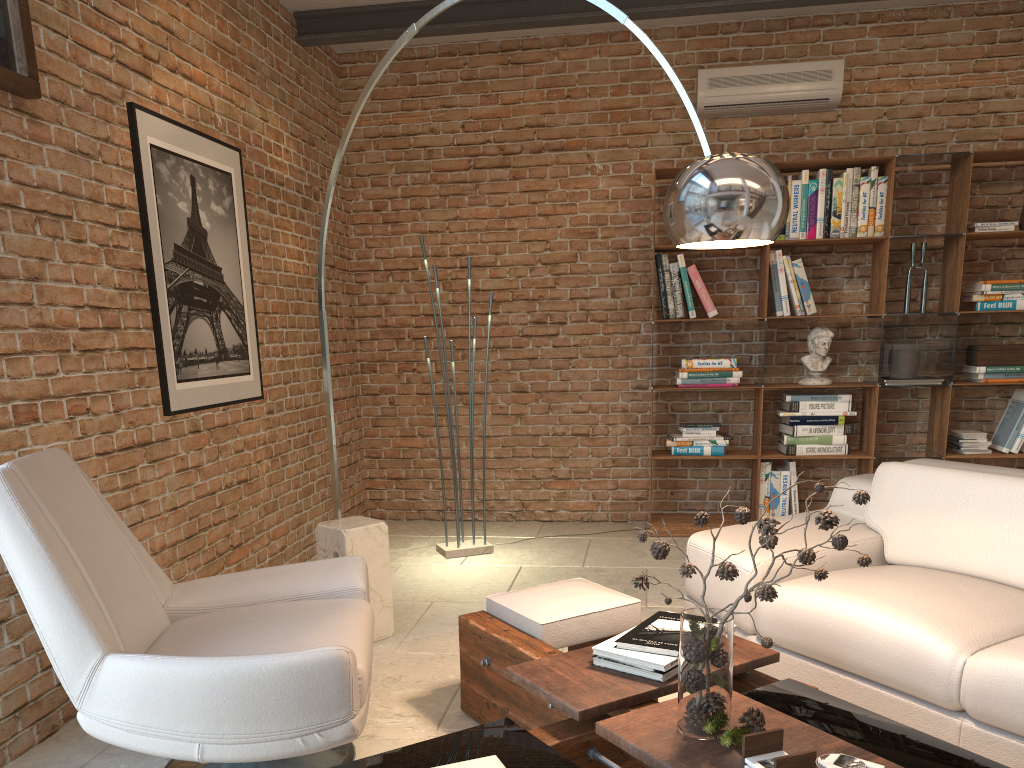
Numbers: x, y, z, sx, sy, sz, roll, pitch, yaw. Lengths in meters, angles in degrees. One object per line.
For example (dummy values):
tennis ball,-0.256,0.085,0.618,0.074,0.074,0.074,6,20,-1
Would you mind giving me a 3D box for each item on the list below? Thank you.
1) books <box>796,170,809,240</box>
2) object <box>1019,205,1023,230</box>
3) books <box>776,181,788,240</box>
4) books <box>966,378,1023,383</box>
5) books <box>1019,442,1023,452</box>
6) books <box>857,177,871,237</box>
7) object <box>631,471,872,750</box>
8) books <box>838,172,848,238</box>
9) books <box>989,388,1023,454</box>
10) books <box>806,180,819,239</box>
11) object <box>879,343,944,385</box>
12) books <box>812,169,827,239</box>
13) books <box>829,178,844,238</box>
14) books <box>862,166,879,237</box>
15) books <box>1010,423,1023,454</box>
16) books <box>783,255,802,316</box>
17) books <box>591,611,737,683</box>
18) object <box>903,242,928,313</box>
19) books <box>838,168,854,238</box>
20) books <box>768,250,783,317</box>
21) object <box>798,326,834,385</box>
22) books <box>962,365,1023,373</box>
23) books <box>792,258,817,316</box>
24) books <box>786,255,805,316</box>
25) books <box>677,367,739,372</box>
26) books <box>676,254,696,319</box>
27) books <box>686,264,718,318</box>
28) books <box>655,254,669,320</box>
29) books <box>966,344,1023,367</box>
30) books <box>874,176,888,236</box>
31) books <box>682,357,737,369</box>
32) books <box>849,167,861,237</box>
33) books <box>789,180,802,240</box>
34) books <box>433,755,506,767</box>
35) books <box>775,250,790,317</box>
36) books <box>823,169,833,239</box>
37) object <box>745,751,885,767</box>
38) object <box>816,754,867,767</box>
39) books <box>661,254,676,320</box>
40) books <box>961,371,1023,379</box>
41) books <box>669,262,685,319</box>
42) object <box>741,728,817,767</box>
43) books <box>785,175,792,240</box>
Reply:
books,1.698,-1.035,5.128,0.036,0.395,0.236,1,11,9
object,2.962,-0.976,4.892,0.191,0.240,0.189,-8,11,-33
books,1.578,-1.006,5.168,0.055,0.340,0.246,1,10,9
books,2.936,-0.027,5.186,0.356,0.021,0.265,-1,3,7
books,3.102,0.227,5.220,0.098,0.366,0.263,1,10,9
books,2.023,-1.013,5.083,0.055,0.340,0.246,1,10,9
object,0.568,0.485,1.952,0.539,0.626,0.307,-5,12,-20
books,1.913,-1.025,5.102,0.021,0.370,0.263,1,10,9
books,3.011,0.220,5.246,0.163,0.384,0.236,0,11,9
books,1.747,-1.009,5.142,0.055,0.340,0.246,1,10,9
object,2.370,-0.122,5.212,0.335,0.240,0.275,0,8,9
books,1.790,-1.036,5.108,0.036,0.395,0.236,1,11,9
books,1.873,-1.010,5.097,0.055,0.340,0.246,1,10,9
books,2.071,-1.042,5.075,0.036,0.395,0.236,1,11,9
books,3.048,0.220,5.217,0.161,0.384,0.236,0,11,9
books,1.666,-0.584,5.245,0.125,0.359,0.263,1,10,9
books,0.426,0.729,2.466,0.248,0.077,0.394,2,5,41
object,2.356,-0.615,5.076,0.121,0.412,0.059,1,13,11
books,1.943,-1.040,5.108,0.036,0.395,0.236,1,11,9
books,1.577,-0.601,5.268,0.101,0.396,0.236,1,11,9
object,1.855,-0.172,5.305,0.195,0.361,0.188,4,12,24
books,2.904,-0.091,5.156,0.380,0.037,0.237,-1,4,8
books,1.734,-0.576,5.231,0.158,0.339,0.246,0,10,9
books,1.689,-0.585,5.251,0.125,0.359,0.263,1,10,9
books,1.215,-0.093,5.433,0.356,0.021,0.265,-1,3,7
books,1.064,-0.592,5.331,0.121,0.393,0.236,1,11,9
books,1.159,-0.564,5.346,0.195,0.329,0.246,0,10,9
books,0.922,-0.591,5.357,0.091,0.396,0.236,1,11,9
books,2.892,-0.170,5.148,0.335,0.122,0.207,-1,6,9
books,2.123,-1.016,5.089,0.055,0.340,0.246,1,10,9
books,1.222,-0.131,5.420,0.326,0.057,0.248,-1,4,11
books,1.978,-1.040,5.089,0.036,0.395,0.236,1,11,9
books,1.652,-1.006,5.138,0.055,0.340,0.246,1,10,9
books,-0.141,0.841,1.717,0.325,0.058,0.249,-3,4,-21
books,1.611,-0.599,5.240,0.103,0.396,0.236,1,11,9
books,1.828,-1.037,5.112,0.036,0.395,0.236,1,11,9
object,0.648,0.787,1.728,0.270,0.036,0.243,-3,4,-19
object,0.618,0.756,1.643,0.090,0.087,0.089,-7,10,-31
books,0.960,-0.593,5.359,0.091,0.396,0.236,1,11,9
books,2.924,-0.057,5.195,0.380,0.037,0.237,-1,4,4
books,1.014,-0.569,5.375,0.102,0.344,0.246,1,10,9
object,0.538,0.764,1.765,0.093,0.084,0.112,-4,7,-19
books,1.616,-1.021,5.158,0.021,0.370,0.263,1,10,9
